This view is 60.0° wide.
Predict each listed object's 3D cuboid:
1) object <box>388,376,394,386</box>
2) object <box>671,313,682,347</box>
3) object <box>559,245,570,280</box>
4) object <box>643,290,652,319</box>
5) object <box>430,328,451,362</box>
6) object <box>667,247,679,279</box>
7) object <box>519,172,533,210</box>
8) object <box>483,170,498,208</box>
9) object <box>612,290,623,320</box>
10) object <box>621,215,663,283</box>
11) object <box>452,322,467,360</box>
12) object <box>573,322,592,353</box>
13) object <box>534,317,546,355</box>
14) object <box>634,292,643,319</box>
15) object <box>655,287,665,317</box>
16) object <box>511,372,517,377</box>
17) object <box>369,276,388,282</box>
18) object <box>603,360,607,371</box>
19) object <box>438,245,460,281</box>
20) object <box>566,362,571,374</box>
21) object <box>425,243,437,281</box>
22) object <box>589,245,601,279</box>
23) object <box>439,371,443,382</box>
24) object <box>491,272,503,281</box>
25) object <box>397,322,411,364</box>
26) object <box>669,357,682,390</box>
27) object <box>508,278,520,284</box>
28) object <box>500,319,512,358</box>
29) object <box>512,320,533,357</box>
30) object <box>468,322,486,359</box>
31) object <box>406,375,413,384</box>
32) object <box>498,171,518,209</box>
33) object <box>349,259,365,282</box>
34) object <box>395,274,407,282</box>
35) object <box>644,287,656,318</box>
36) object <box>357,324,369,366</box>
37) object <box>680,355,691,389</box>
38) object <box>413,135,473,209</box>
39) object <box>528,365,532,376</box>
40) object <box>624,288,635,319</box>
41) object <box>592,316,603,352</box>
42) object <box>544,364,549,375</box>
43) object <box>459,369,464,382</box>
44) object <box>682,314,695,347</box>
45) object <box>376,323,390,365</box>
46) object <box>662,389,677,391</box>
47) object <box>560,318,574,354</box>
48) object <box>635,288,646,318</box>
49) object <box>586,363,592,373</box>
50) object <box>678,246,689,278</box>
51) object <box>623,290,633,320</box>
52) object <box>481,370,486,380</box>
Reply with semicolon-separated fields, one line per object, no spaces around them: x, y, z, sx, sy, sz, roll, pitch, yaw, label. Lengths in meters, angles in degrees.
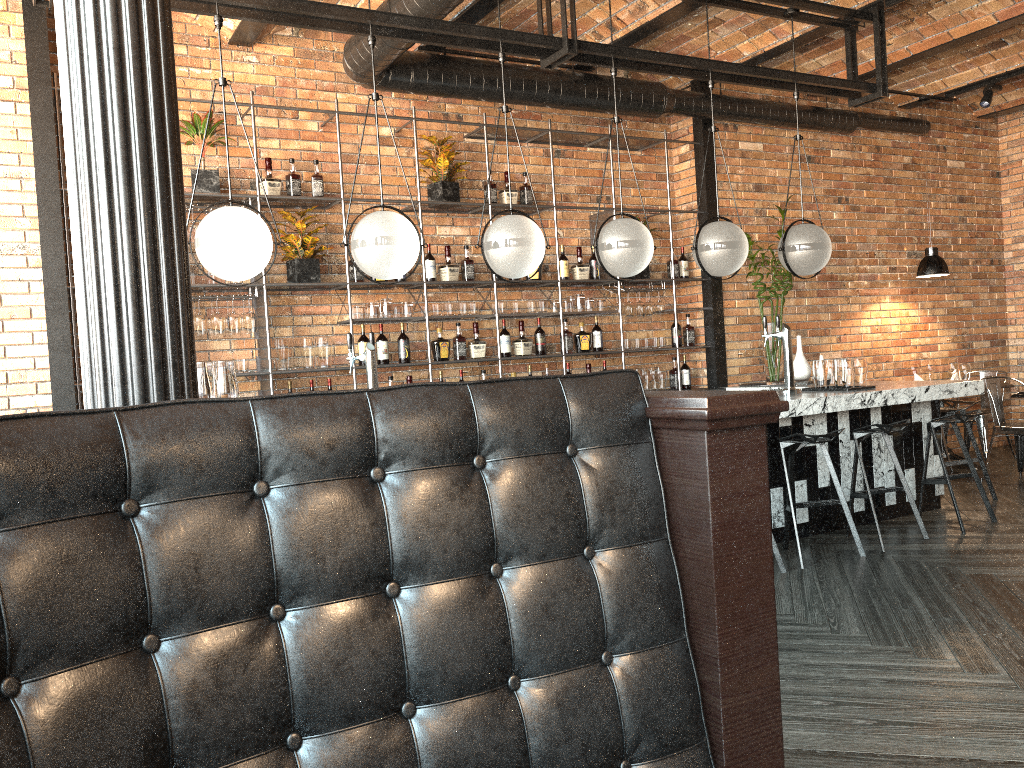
-0.857;0.085;6.318;0.083;0.282;0.083;-4;2;-29;object
1.405;-0.462;7.594;0.086;0.299;0.086;-3;2;20;object
0.407;-0.956;7.042;0.086;0.299;0.086;-3;2;20;object
1.149;-0.679;7.533;0.092;0.244;0.092;-3;1;10;object
-0.524;-0.287;6.507;0.151;0.248;0.094;-5;2;-40;object
1.373;-1.023;7.577;0.083;0.282;0.083;-4;2;-14;object
0.107;-1.500;6.873;0.083;0.282;0.083;-5;2;-44;object
-0.165;-1.479;6.720;0.083;0.282;0.083;-4;2;-29;object
0.877;-0.658;7.380;0.092;0.244;0.092;-3;1;10;object
1.053;-1.135;7.359;0.398;0.560;0.374;-3;2;33;object
-0.391;-0.315;6.582;0.083;0.282;0.083;-4;2;-29;object
0.566;-0.371;7.118;0.151;0.248;0.094;-4;2;-20;object
0.218;-0.371;6.928;0.086;0.299;0.086;-3;2;20;object
1.059;-0.672;7.482;0.092;0.244;0.092;-3;1;10;object
1.229;-0.680;7.389;0.092;0.244;0.092;-3;1;10;object
0.021;0.035;6.809;0.151;0.248;0.094;-4;2;-20;object
-0.948;-0.827;6.275;0.151;0.248;0.094;-4;2;-25;object
0.761;-0.048;7.229;0.086;0.299;0.086;-3;2;20;object
-0.467;-0.879;6.530;0.123;0.279;0.123;-5;2;-41;object
0.454;-0.024;7.062;0.086;0.298;0.086;-3;2;20;object
-0.600;-0.880;6.479;0.086;0.298;0.086;-3;2;20;object
0.667;-0.977;7.185;0.086;0.297;0.086;-3;2;20;object
-0.512;0.051;6.483;0.086;0.297;0.086;-3;1;5;object
-0.121;-0.917;6.743;0.086;0.299;0.086;-3;2;20;object
-0.779;-0.294;6.369;0.086;0.297;0.086;-3;2;20;object
1.394;-0.088;7.580;0.083;0.282;0.083;-5;2;-44;object
0.008;-0.928;6.848;0.086;0.298;0.086;-3;2;20;object
-0.055;-0.350;6.780;0.086;0.298;0.086;-3;2;20;object
0.079;-0.349;6.831;0.123;0.279;0.123;-5;2;-41;object
-0.264;-0.322;6.638;0.123;0.279;0.123;-4;2;-16;object
-0.729;0.078;6.374;0.123;0.279;0.123;-4;2;-16;object
-0.030;-1.487;6.797;0.123;0.279;0.123;-4;2;-26;object
-1.089;-0.834;6.196;0.083;0.282;0.083;-5;2;-44;object
-0.807;-0.863;6.370;0.086;0.298;0.086;-3;2;20;object
1.139;-0.673;7.338;0.092;0.244;0.092;-3;1;10;object
-1.039;-0.273;6.226;0.086;0.299;0.086;-3;2;20;object
1.496;-0.104;7.653;0.086;0.298;0.086;-3;2;20;object
-0.530;-1.574;6.558;0.425;0.526;0.430;-4;2;-27;object
0.147;0.000;6.896;0.086;0.298;0.086;-3;2;20;object
0.957;-0.659;7.236;0.092;0.244;0.092;-3;1;10;object
0.691;-0.406;7.205;0.086;0.298;0.086;-3;2;20;object
0.280;-0.009;6.955;0.080;0.299;0.080;-4;2;-27;object
-0.371;0.039;6.599;0.086;0.298;0.086;-3;2;20;object
1.525;-0.463;7.657;0.083;0.282;0.083;-4;2;-19;object
-0.925;-0.284;6.319;0.086;0.298;0.086;-3;2;20;object
1.131;0.066;7.369;0.437;0.019;0.273;-4;2;-29;object
0.431;-0.378;7.043;0.083;0.282;0.083;-5;2;-44;object
1.053;-0.667;7.290;0.092;0.244;0.092;-3;1;10;object
0.623;-0.026;7.132;0.123;0.279;0.123;-5;2;-41;object
1.481;-1.041;7.669;0.086;0.298;0.086;-3;2;25;object
0.972;-0.665;7.434;0.092;0.244;0.092;-3;1;10;object
-0.207;0.035;6.682;0.083;0.282;0.083;-5;2;-44;object
